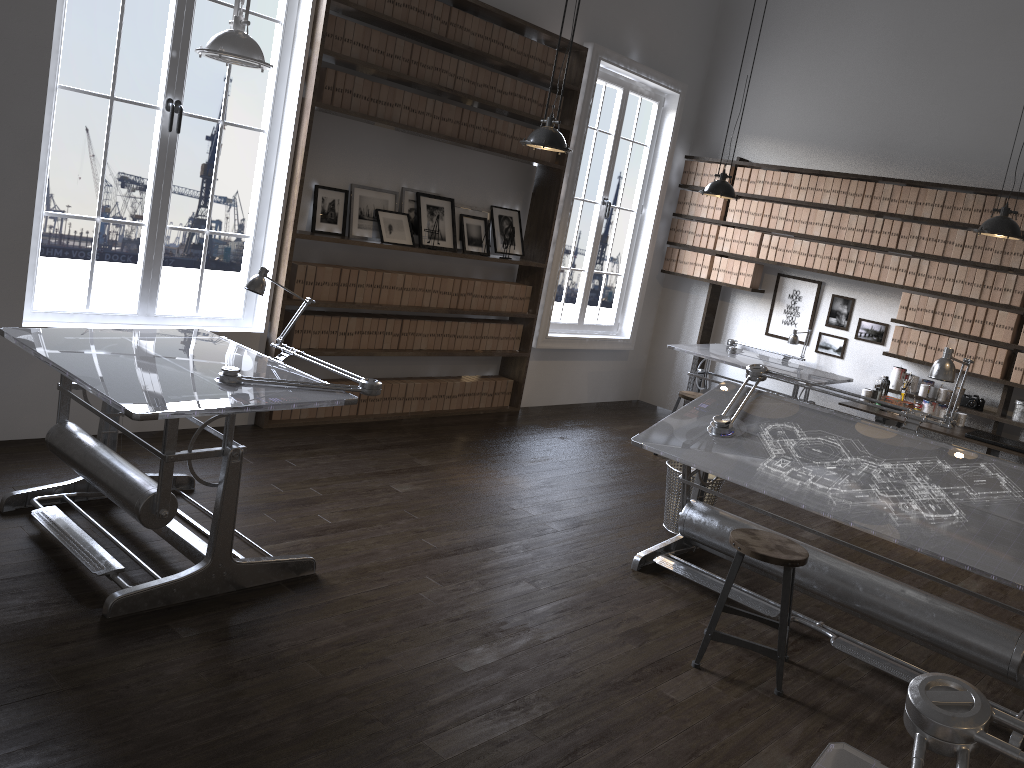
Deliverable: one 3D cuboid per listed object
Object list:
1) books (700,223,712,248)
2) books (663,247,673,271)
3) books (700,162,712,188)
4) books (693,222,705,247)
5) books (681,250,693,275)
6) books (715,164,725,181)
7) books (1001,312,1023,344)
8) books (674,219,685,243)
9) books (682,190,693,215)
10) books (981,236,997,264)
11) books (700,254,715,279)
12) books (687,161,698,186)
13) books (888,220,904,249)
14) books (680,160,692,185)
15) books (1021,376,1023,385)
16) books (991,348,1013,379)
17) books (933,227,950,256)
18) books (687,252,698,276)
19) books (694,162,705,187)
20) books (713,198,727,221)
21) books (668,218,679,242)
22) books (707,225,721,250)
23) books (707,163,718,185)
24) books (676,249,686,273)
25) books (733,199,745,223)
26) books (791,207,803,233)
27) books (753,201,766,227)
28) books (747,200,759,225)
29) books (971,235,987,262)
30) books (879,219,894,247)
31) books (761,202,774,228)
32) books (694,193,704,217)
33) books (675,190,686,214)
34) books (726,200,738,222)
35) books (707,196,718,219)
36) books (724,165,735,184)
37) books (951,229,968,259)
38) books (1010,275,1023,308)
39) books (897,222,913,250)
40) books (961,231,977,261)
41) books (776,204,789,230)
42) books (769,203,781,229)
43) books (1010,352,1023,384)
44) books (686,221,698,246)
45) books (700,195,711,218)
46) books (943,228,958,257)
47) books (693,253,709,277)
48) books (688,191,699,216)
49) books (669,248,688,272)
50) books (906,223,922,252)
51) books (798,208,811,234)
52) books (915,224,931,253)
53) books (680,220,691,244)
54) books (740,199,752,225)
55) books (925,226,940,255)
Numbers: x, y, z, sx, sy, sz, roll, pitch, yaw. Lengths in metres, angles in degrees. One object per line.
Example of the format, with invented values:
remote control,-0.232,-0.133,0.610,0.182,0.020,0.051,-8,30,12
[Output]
books,1.846,-1.376,8.269,0.067,0.224,0.174,18,11,40
books,1.546,-1.199,8.539,0.067,0.224,0.174,18,11,40
books,1.855,-1.942,8.282,0.067,0.224,0.174,18,11,40
books,1.796,-1.395,8.322,0.067,0.224,0.174,18,11,40
books,1.700,-1.143,8.398,0.067,0.224,0.174,18,11,40
books,1.953,-1.905,8.187,0.067,0.224,0.174,18,11,40
books,3.720,-0.413,6.586,0.067,0.224,0.174,18,11,40
books,1.641,-1.451,8.460,0.067,0.224,0.174,18,11,40
books,1.703,-1.710,8.404,0.067,0.224,0.174,18,11,40
books,3.627,-1.011,6.692,0.067,0.224,0.174,18,11,40
books,1.850,-1.089,8.262,0.067,0.224,0.174,18,11,40
books,1.747,-1.979,8.369,0.067,0.224,0.174,18,11,40
books,3.116,-1.194,7.140,0.067,0.224,0.174,18,11,40
books,1.694,-1.998,8.416,0.067,0.224,0.174,18,11,40
books,3.819,-0.099,6.495,0.067,0.224,0.174,18,11,40
books,3.669,-0.153,6.627,0.067,0.224,0.174,18,11,40
books,3.373,-1.101,6.909,0.067,0.224,0.174,18,11,40
books,1.743,-1.126,8.353,0.067,0.224,0.174,18,11,40
books,1.802,-1.960,8.324,0.067,0.224,0.174,18,11,40
books,1.953,-1.621,8.186,0.067,0.224,0.174,18,11,40
books,1.588,-1.468,8.499,0.067,0.224,0.174,18,11,40
books,1.904,-1.356,8.225,0.067,0.224,0.174,18,11,40
books,1.905,-1.924,8.235,0.067,0.224,0.174,18,11,40
books,1.654,-1.160,8.442,0.067,0.224,0.174,18,11,40
books,2.099,-1.561,8.048,0.067,0.224,0.174,18,11,40
books,2.512,-1.413,7.687,0.067,0.224,0.174,18,11,40
books,2.249,-1.508,7.922,0.067,0.224,0.174,18,11,40
books,2.200,-1.525,7.963,0.067,0.224,0.174,18,11,40
books,3.575,-1.030,6.736,0.067,0.224,0.174,18,11,40
books,3.066,-1.213,7.192,0.067,0.224,0.174,18,11,40
books,2.299,-1.489,7.870,0.067,0.224,0.174,18,11,40
books,1.804,-1.674,8.319,0.067,0.224,0.174,18,11,40
books,1.655,-1.728,8.452,0.067,0.224,0.174,18,11,40
books,2.048,-1.580,8.097,0.067,0.224,0.174,18,11,40
books,1.902,-1.639,8.232,0.067,0.224,0.174,18,11,40
books,2.007,-1.886,8.141,0.067,0.224,0.174,18,11,40
books,3.470,-1.067,6.827,0.067,0.224,0.174,18,11,40
books,3.773,-0.682,6.554,0.067,0.224,0.174,18,11,40
books,3.174,-1.174,7.096,0.067,0.224,0.174,18,11,40
books,3.521,-1.048,6.779,0.067,0.224,0.174,18,11,40
books,2.406,-1.450,7.776,0.067,0.224,0.174,18,11,40
books,2.358,-1.469,7.826,0.067,0.224,0.174,18,11,40
books,3.765,-0.118,6.540,0.067,0.224,0.174,18,11,40
books,1.741,-1.414,8.364,0.067,0.224,0.174,18,11,40
books,1.849,-1.657,8.272,0.067,0.224,0.174,18,11,40
books,3.425,-1.084,6.869,0.067,0.224,0.174,18,11,40
books,1.795,-1.108,8.306,0.067,0.224,0.174,18,11,40
books,1.757,-1.691,8.358,0.067,0.224,0.174,18,11,40
books,1.596,-1.180,8.486,0.067,0.224,0.174,18,11,40
books,3.223,-1.156,7.046,0.067,0.224,0.174,18,11,40
books,2.557,-1.395,7.639,0.067,0.224,0.174,18,11,40
books,3.277,-1.137,7.003,0.067,0.224,0.174,18,11,40
books,1.692,-1.432,8.414,0.067,0.224,0.174,18,11,40
books,2.151,-1.541,8.001,0.067,0.224,0.174,18,11,40
books,3.328,-1.119,6.957,0.067,0.224,0.174,18,11,40
